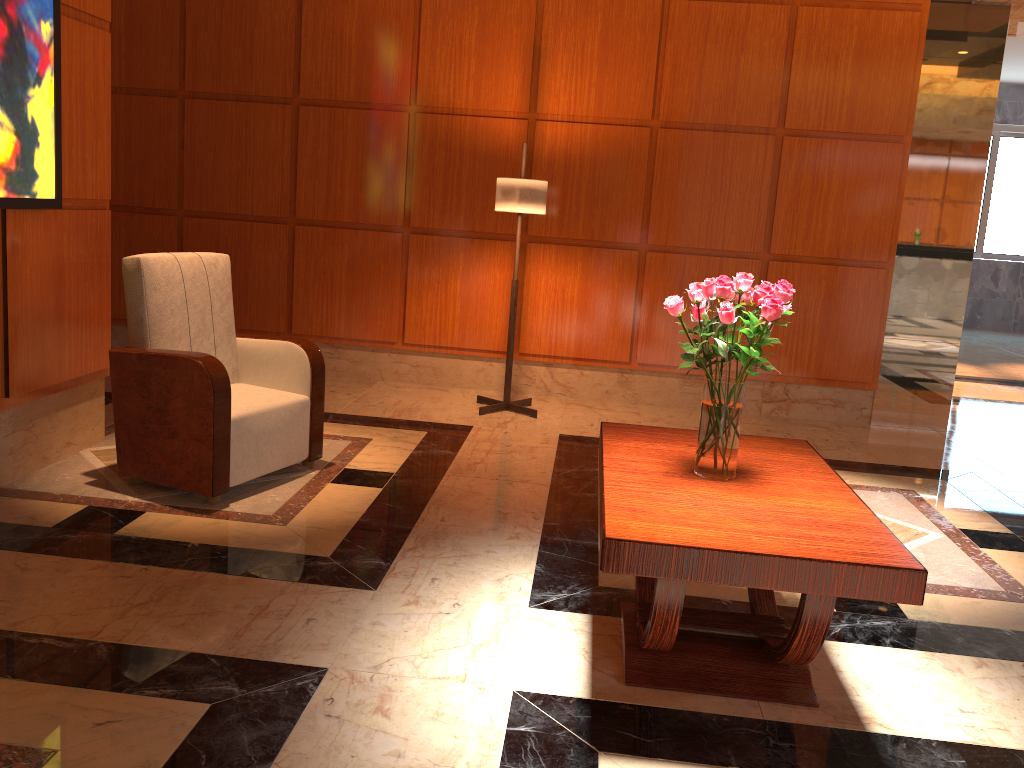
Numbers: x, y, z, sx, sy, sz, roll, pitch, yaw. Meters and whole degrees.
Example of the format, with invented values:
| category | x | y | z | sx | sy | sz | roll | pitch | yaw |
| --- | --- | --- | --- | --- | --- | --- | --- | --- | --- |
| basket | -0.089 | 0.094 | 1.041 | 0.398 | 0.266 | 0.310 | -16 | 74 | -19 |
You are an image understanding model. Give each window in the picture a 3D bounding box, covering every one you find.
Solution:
| category | x | y | z | sx | sy | sz | roll | pitch | yaw |
| --- | --- | --- | --- | --- | --- | --- | --- | --- | --- |
| window | 6.858 | -2.765 | 12.815 | 2.883 | 1.900 | 0.138 | 5 | 9 | 4 |

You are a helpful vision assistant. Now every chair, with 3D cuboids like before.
| category | x | y | z | sx | sy | sz | roll | pitch | yaw |
| --- | --- | --- | --- | --- | --- | --- | --- | --- | --- |
| chair | -1.286 | -0.079 | 3.907 | 0.630 | 0.955 | 0.741 | 8 | 11 | 23 |

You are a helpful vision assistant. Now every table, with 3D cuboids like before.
| category | x | y | z | sx | sy | sz | roll | pitch | yaw |
| --- | --- | --- | --- | --- | --- | --- | --- | --- | --- |
| table | 0.604 | 0.536 | 2.614 | 0.725 | 0.531 | 1.175 | 5 | 11 | 5 |

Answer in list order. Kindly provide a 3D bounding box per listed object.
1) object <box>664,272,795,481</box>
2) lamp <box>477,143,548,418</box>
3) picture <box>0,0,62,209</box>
| category | x | y | z | sx | sy | sz | roll | pitch | yaw |
| --- | --- | --- | --- | --- | --- | --- | --- | --- | --- |
| object | 0.615 | -0.024 | 2.543 | 0.327 | 0.592 | 0.352 | 8 | 11 | 24 |
| lamp | 0.027 | -0.628 | 5.403 | 0.360 | 1.650 | 0.530 | 3 | 9 | -5 |
| picture | -1.928 | -1.391 | 2.561 | 0.056 | 1.725 | 2.009 | 5 | 10 | 5 |
